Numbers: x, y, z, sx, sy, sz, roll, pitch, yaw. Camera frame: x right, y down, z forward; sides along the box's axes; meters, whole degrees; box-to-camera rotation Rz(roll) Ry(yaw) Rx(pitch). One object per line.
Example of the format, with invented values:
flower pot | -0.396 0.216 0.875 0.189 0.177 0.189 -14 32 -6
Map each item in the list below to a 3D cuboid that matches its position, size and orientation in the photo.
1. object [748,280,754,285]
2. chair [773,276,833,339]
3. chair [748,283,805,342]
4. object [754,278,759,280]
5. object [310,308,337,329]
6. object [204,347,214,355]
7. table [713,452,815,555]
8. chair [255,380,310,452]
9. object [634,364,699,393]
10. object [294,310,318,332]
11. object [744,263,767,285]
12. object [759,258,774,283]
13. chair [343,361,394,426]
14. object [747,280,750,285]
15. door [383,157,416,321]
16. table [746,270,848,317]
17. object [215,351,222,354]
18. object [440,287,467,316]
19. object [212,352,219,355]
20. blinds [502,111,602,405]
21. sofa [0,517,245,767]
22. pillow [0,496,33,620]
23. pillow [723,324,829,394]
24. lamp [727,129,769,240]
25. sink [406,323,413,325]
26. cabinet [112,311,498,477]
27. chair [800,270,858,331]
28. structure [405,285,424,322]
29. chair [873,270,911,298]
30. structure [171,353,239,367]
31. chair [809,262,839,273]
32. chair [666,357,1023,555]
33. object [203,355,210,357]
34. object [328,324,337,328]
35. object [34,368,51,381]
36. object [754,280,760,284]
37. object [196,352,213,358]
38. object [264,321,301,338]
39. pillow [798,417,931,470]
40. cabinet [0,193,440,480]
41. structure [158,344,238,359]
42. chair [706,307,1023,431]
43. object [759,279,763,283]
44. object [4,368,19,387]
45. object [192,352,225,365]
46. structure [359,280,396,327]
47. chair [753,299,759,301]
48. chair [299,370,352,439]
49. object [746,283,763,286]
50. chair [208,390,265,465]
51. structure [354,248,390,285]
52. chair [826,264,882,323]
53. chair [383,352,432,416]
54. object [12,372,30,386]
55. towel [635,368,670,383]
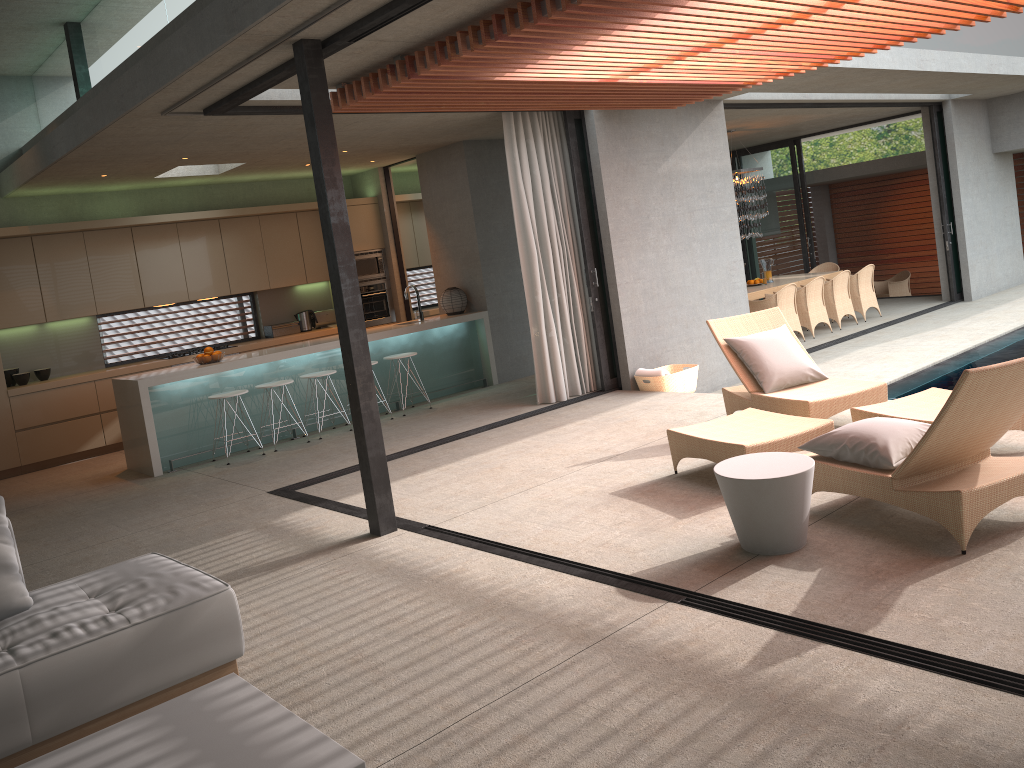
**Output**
object | 3.787 -1.599 13.977 0.094 0.094 0.096 -3 8 40
chair | 4.277 -1.126 12.937 0.623 0.858 0.629 -13 7 -39
chair | 3.720 -0.973 12.464 0.623 0.858 0.629 -13 7 -39
object | 3.872 -1.652 13.979 0.070 0.048 0.072 -7 7 11
object | -2.550 -0.895 12.078 0.393 0.246 0.150 -14 8 -39
object | -3.039 -0.326 8.857 0.095 0.094 0.094 -11 7 -19
table | 1.245 0.585 4.291 0.473 0.391 0.480 -4 8 32
chair | -2.285 0.300 8.684 0.385 0.620 0.381 -13 7 -39
object | 1.608 0.007 9.088 0.686 0.299 0.445 -15 10 -40
object | -2.760 -0.848 11.838 0.280 0.284 0.177 -13 7 -34
object | 3.680 -1.710 13.893 0.544 0.384 0.325 -11 7 -24
object | 4.103 -1.817 14.193 0.192 0.384 0.195 -5 6 32
chair | -1.551 0.098 9.311 0.385 0.620 0.381 -13 7 -39
object | 3.781 -1.609 14.068 0.086 0.086 0.088 -7 6 11
door | -2.575 0.259 6.367 5.755 4.444 15.499 -5 9 23
table | 3.860 -1.174 14.006 3.287 0.752 1.278 -15 10 -39
object | -2.956 -0.287 8.876 0.094 0.094 0.095 -3 8 39
object | -0.715 -1.019 10.835 0.339 0.332 0.343 -3 8 42
object | -2.947 -0.272 8.784 0.087 0.086 0.087 -3 8 40
blinds | 0.419 -1.316 9.017 0.893 2.917 0.229 -12 6 -43
sofa | -2.031 0.982 3.453 1.611 0.728 1.011 -15 9 -39
pillow | -2.268 0.754 3.585 0.496 0.480 0.265 -13 7 -39
pillow | 2.025 -0.198 6.793 0.611 0.424 0.428 -11 7 -21
lamp | 3.590 -3.153 14.053 0.625 1.745 0.616 -12 6 -39
sink | -1.185 -0.639 10.515 0.377 0.134 0.374 -15 10 -39
cabinet | -2.036 -0.024 9.664 4.160 0.894 0.799 -15 9 -39
chair | 4.833 -1.279 13.410 0.623 0.858 0.629 -13 7 -39
structure | -1.175 -0.940 10.397 0.098 0.439 0.257 -12 6 -39
chair | 7.971 -1.895 18.389 0.631 0.858 0.620 -9 6 -10
structure | -3.598 -0.051 10.511 0.836 0.498 0.079 -14 7 -39
chair | 5.378 -1.652 15.359 0.635 0.858 0.616 -13 7 -39
chair | 1.786 0.197 4.876 0.704 0.821 2.299 -11 8 -24
object | -3.016 -0.251 8.738 0.081 0.080 0.081 -9 6 -11
object | -2.322 -0.789 11.872 0.309 0.034 0.313 -5 9 19
object | -5.187 -0.101 9.777 0.169 0.126 0.171 -3 9 37
object | 3.865 -1.599 13.936 0.081 0.080 0.081 -9 6 -11
object | -3.055 -0.259 8.775 0.173 0.099 0.097 -8 6 5
object | -3.028 -0.717 11.654 0.404 0.159 0.240 -15 10 -39
pillow | 1.906 0.285 4.561 0.599 0.193 0.594 -13 9 -28
cabinet | -2.685 -0.952 10.844 7.540 2.551 1.962 -15 8 -39
structure | -3.803 -0.371 10.681 0.846 0.090 0.463 -15 11 -39
chair | 2.317 -0.063 6.086 0.703 0.821 2.302 -10 8 -20
object | 3.933 -1.620 13.981 0.087 0.086 0.087 -3 8 40
object | -5.462 -0.064 9.591 0.224 0.187 0.228 -5 7 28
object | -3.024 -0.251 8.828 0.318 0.081 0.315 -15 11 -39
structure | -2.002 -1.093 12.170 0.602 0.576 0.496 -13 8 -39
chair | 3.966 -1.475 15.546 0.623 0.858 0.629 -13 7 -39
chair | -1.924 0.201 8.991 0.385 0.620 0.381 -13 7 -39
object | 3.865 -1.579 14.028 0.309 0.034 0.313 -5 9 19
chair | -2.641 0.398 8.381 0.385 0.620 0.381 -13 7 -39
structure | -2.087 -1.593 12.150 0.602 0.435 0.459 -14 8 -39
chair | 5.390 -1.431 13.883 0.623 0.858 0.629 -13 7 -39
chair | -1.172 -0.006 9.635 0.385 0.620 0.381 -13 7 -39
object | -5.279 -0.050 9.524 0.169 0.126 0.171 -3 9 37
towel | 1.491 -0.018 8.984 0.312 0.310 0.368 -13 8 -39
